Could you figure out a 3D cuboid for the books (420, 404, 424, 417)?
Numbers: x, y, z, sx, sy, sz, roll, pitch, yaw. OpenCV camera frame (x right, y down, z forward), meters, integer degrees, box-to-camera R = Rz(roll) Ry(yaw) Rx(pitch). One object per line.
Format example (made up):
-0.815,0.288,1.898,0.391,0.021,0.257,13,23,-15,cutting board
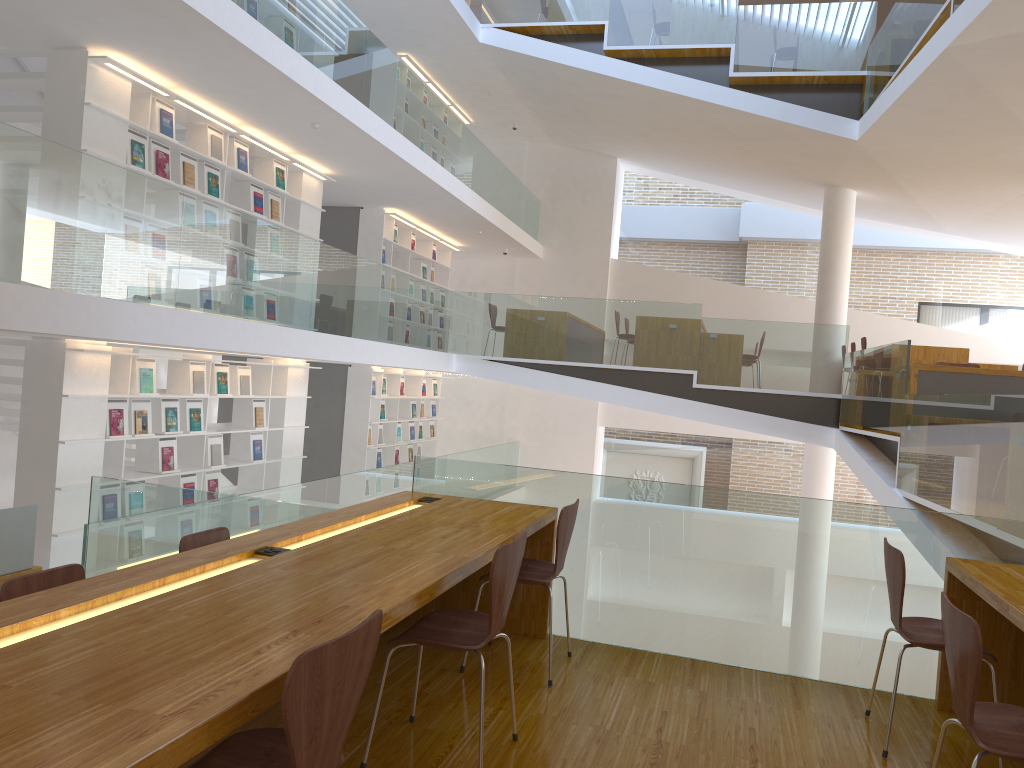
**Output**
-1.375,0.409,13.586,0.037,0.210,0.145,4,0,14,books

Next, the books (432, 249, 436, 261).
-1.194,-1.951,13.581,0.037,0.210,0.145,4,0,14,books

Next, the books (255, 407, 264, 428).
-2.518,0.337,8.839,0.037,0.210,0.145,4,0,14,books

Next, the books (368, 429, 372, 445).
-1.887,0.700,11.671,0.037,0.210,0.145,4,0,14,books

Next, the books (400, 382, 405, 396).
-1.575,0.080,12.705,0.037,0.210,0.145,4,0,14,books

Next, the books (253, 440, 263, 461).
-2.536,0.665,8.855,0.037,0.210,0.145,4,0,14,books

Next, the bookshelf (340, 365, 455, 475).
-1.596,0.705,12.950,0.498,1.836,2.984,4,0,14,bookshelf

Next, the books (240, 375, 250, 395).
-2.567,0.023,8.537,0.037,0.210,0.145,4,0,14,books

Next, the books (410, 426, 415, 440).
-1.484,0.739,13.247,0.037,0.210,0.145,4,0,14,books

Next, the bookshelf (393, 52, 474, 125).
-1.282,-3.391,12.941,0.498,1.836,2.984,4,0,14,bookshelf

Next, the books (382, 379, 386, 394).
-1.743,0.032,12.031,0.037,0.210,0.145,4,0,14,books

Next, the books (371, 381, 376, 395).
-1.831,0.059,11.685,0.037,0.210,0.145,4,0,14,books

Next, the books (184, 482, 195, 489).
-2.834,0.975,7.792,0.037,0.210,0.145,4,0,14,books

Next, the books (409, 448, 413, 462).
-1.508,1.063,13.251,0.037,0.210,0.145,4,0,14,books

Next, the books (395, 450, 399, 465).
-1.649,1.050,12.707,0.037,0.210,0.145,4,0,14,books

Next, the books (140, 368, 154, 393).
-2.928,-0.021,7.111,0.037,0.210,0.145,4,0,14,books

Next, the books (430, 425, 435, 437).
-1.265,0.759,14.110,0.037,0.210,0.145,4,0,14,books

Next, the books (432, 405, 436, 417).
-1.241,0.435,14.106,0.037,0.210,0.145,4,0,14,books

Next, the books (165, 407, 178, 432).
-2.867,0.302,7.469,0.037,0.210,0.145,4,0,14,books

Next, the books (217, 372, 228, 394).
-2.662,-0.003,8.160,0.037,0.210,0.145,4,0,14,books

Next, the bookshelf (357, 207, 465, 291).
-1.438,-1.350,12.946,0.498,1.836,2.984,4,0,14,bookshelf

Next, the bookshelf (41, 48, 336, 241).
-2.689,-1.435,8.040,0.498,1.836,3.666,4,0,14,bookshelf

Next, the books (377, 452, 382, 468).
-1.809,1.035,12.065,0.037,0.210,0.145,4,0,14,books

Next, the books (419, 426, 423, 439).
-1.401,0.745,13.572,0.037,0.210,0.145,4,0,14,books

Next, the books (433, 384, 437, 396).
-1.218,0.099,14.106,0.037,0.210,0.145,4,0,14,books

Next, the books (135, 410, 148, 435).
-2.969,0.318,7.106,0.037,0.210,0.145,4,0,14,books

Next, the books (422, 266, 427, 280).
-1.304,-1.643,13.243,0.037,0.210,0.145,4,0,14,books

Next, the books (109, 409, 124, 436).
-3.034,0.298,6.807,0.037,0.210,0.145,4,0,14,books

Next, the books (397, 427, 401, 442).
-1.624,0.723,12.707,0.037,0.210,0.145,4,0,14,books

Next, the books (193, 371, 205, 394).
-2.753,-0.010,7.801,0.037,0.210,0.145,4,0,14,books

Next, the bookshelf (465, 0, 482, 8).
-1.128,-5.400,12.937,0.498,1.836,2.984,4,0,14,bookshelf

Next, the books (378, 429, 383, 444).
-1.791,0.716,12.040,0.037,0.210,0.145,4,0,14,books

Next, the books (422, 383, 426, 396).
-1.351,0.095,13.586,0.037,0.210,0.145,4,0,14,books

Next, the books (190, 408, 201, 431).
-2.780,0.319,7.795,0.037,0.210,0.145,4,0,14,books

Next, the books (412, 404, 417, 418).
-1.461,0.403,13.247,0.037,0.210,0.145,4,0,14,books

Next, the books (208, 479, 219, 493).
-2.744,0.982,8.148,0.037,0.210,0.145,4,0,14,books

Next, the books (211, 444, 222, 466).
-2.716,0.662,8.148,0.037,0.210,0.145,4,0,14,books

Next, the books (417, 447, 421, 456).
-1.426,1.069,13.573,0.037,0.210,0.145,4,0,14,books

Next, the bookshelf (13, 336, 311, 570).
-2.896,0.616,8.057,0.397,1.836,3.666,4,0,14,bookshelf

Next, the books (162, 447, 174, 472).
-2.893,0.635,7.459,0.037,0.210,0.145,4,0,14,books

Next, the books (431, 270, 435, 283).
-1.218,-1.637,13.582,0.037,0.210,0.145,4,0,14,books

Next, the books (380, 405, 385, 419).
-1.762,0.386,12.054,0.037,0.210,0.145,4,0,14,books
